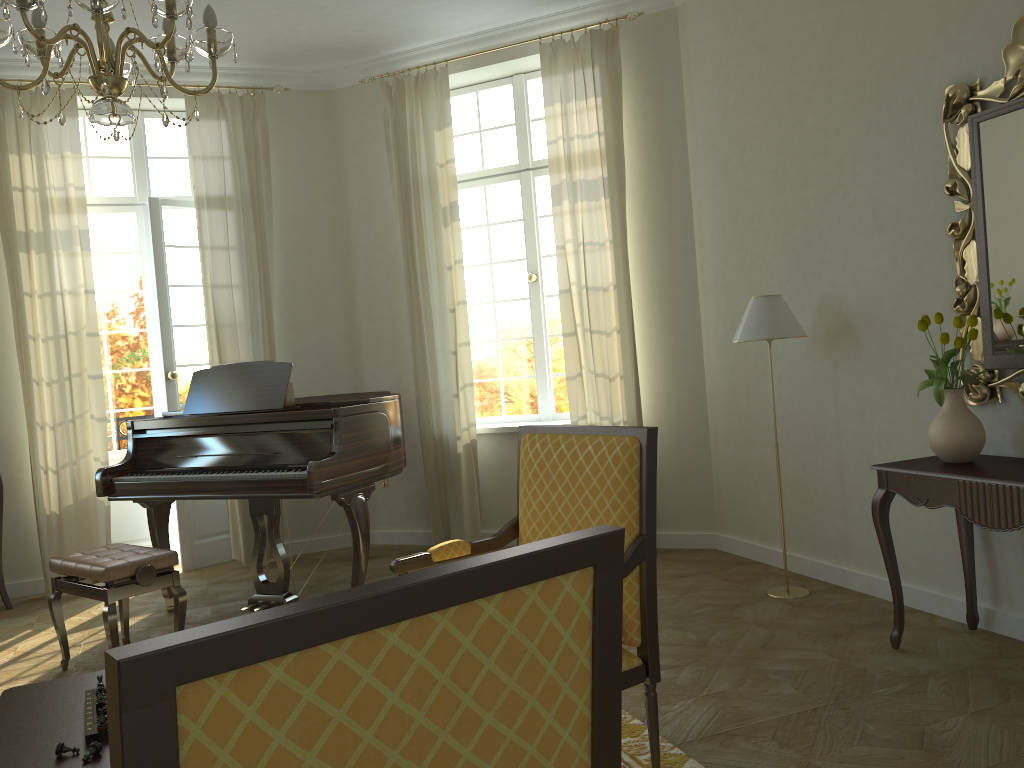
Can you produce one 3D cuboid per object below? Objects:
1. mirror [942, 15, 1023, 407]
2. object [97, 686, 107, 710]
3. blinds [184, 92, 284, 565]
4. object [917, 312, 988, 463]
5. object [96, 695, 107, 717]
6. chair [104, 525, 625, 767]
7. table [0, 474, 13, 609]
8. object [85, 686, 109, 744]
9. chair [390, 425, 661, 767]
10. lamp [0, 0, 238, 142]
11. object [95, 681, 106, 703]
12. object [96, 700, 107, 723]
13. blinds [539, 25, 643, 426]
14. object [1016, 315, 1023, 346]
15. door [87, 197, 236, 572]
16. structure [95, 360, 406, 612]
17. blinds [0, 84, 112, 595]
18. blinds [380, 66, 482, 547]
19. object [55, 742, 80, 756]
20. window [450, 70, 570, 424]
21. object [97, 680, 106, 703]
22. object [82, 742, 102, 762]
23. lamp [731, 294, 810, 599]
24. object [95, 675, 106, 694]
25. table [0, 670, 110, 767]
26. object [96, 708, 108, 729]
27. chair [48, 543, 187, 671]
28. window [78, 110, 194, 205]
[{"bbox_3d":[2.074,-0.707,3.296,0.082,1.612,1.117,-5,2,-21],"label":"mirror"},{"bbox_3d":[-1.059,0.810,2.285,0.030,0.064,0.030,-4,2,27],"label":"object"},{"bbox_3d":[-1.902,-0.403,6.359,0.554,3.386,0.162,-5,2,-26],"label":"blinds"},{"bbox_3d":[1.769,0.010,3.575,0.242,0.609,0.264,-4,2,9],"label":"object"},{"bbox_3d":[-1.041,0.815,2.249,0.030,0.055,0.030,-4,2,27],"label":"object"},{"bbox_3d":[-0.267,0.773,1.285,0.730,1.083,0.671,-6,2,-39],"label":"chair"},{"bbox_3d":[-3.527,0.906,5.597,0.344,1.114,0.522,-3,2,44],"label":"table"},{"bbox_3d":[-0.938,0.840,2.364,0.360,0.021,0.360,-5,2,-26],"label":"object"},{"bbox_3d":[0.032,0.707,2.818,0.671,1.083,0.730,-6,2,-36],"label":"chair"},{"bbox_3d":[-1.261,-1.513,2.647,0.662,1.466,0.661,-3,2,39],"label":"lamp"},{"bbox_3d":[-1.093,0.816,2.357,0.030,0.055,0.030,-4,2,27],"label":"object"},{"bbox_3d":[-1.023,0.815,2.213,0.030,0.052,0.030,-4,2,27],"label":"object"},{"bbox_3d":[0.578,-0.590,5.833,0.552,3.381,0.159,-4,2,27],"label":"blinds"},{"bbox_3d":[1.964,-0.065,3.041,0.320,0.757,0.320,-6,2,-40],"label":"object"},{"bbox_3d":[-2.561,0.017,6.456,1.385,2.690,0.425,-5,2,-20],"label":"door"},{"bbox_3d":[-1.256,0.565,5.486,1.514,1.439,1.856,-4,2,24],"label":"structure"},{"bbox_3d":[-3.078,-0.293,5.967,0.552,3.386,0.159,-5,2,-24],"label":"blinds"},{"bbox_3d":[-0.572,-0.511,6.300,0.554,3.384,0.162,-4,2,30],"label":"blinds"},{"bbox_3d":[-1.040,0.852,2.078,0.052,0.030,0.030,-5,2,-10],"label":"object"},{"bbox_3d":[0.148,-0.988,6.482,1.400,2.550,0.181,-4,2,24],"label":"window"},{"bbox_3d":[-1.076,0.808,2.321,0.030,0.069,0.030,-4,2,27],"label":"object"},{"bbox_3d":[-0.970,0.847,2.044,0.030,0.030,0.052,-4,2,7],"label":"object"},{"bbox_3d":[1.374,0.318,4.601,0.380,1.552,0.380,-5,2,-26],"label":"lamp"},{"bbox_3d":[-1.127,0.822,2.429,0.030,0.044,0.030,-4,2,27],"label":"object"},{"bbox_3d":[-0.896,1.096,2.338,0.922,0.494,0.932,-5,2,-19],"label":"table"},{"bbox_3d":[-1.006,0.819,2.177,0.030,0.044,0.030,-4,2,27],"label":"object"},{"bbox_3d":[-1.895,1.090,4.262,0.638,0.563,0.385,-3,2,39],"label":"chair"},{"bbox_3d":[-2.766,-1.681,6.583,1.380,0.680,0.055,-5,2,-21],"label":"window"}]
